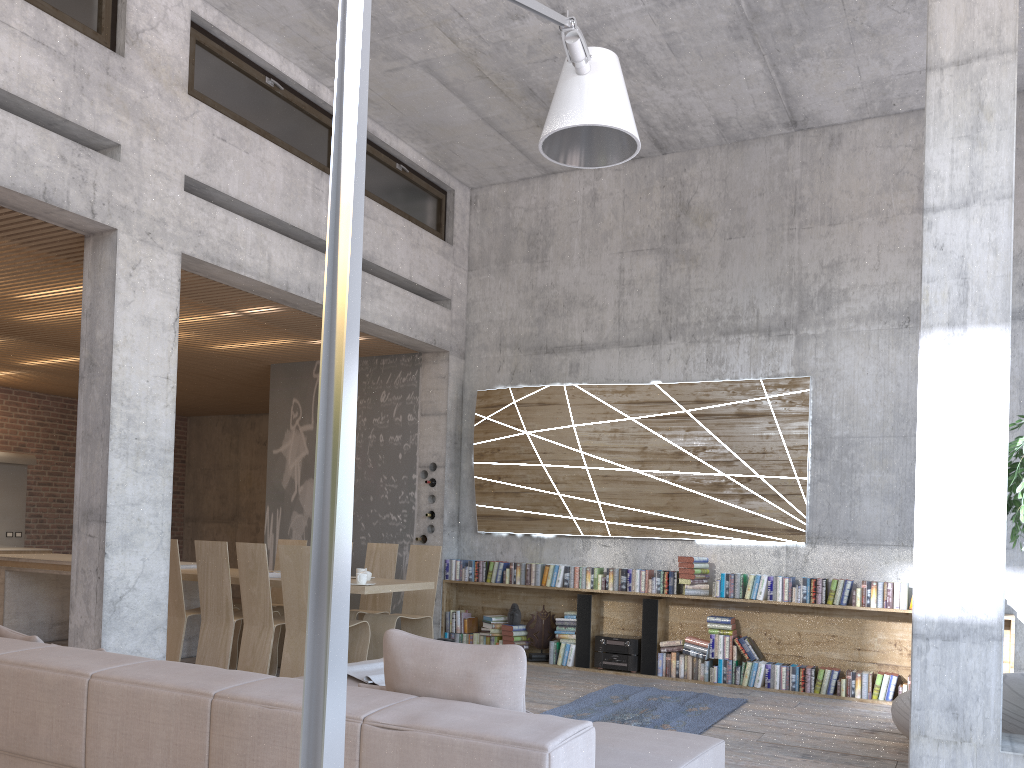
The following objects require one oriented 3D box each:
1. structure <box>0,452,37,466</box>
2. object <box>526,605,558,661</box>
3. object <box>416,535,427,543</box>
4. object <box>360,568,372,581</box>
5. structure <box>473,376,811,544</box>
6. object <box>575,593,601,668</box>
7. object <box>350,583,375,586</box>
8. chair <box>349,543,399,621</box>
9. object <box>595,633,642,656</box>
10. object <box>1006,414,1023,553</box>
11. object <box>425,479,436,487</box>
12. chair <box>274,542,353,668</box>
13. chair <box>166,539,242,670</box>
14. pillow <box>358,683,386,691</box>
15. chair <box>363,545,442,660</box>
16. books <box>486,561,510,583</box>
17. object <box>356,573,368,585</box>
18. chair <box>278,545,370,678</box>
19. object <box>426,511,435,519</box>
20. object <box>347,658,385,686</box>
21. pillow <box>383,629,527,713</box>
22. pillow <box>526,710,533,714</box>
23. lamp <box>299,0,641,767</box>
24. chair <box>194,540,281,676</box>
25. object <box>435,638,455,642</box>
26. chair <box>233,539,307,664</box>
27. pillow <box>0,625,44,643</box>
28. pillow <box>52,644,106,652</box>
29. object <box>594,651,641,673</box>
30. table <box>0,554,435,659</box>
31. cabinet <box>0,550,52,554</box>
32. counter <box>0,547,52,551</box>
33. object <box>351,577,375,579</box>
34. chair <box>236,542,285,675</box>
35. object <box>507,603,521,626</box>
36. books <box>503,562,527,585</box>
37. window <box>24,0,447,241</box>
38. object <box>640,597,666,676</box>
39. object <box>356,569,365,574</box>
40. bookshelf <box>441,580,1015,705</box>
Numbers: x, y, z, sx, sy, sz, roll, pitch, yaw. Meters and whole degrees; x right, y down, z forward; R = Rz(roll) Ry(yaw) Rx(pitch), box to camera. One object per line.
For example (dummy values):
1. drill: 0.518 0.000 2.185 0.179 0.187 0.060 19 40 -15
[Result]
1. structure: -8.072 0.802 11.221 0.208 0.155 4.128 -1 -10 27
2. object: 0.312 2.550 9.009 0.344 0.565 0.197 3 -2 -12
3. object: -0.942 1.687 9.533 0.095 0.094 0.342 -1 -9 28
4. object: -1.272 1.658 7.626 0.089 0.111 0.124 0 -6 19
5. structure: 1.112 0.747 8.609 3.414 1.524 0.361 -2 -3 28
6. object: 0.762 2.478 8.771 0.152 0.754 0.274 1 -2 28
7. object: -1.208 1.607 7.032 0.185 0.014 0.188 0 -10 14
8. chair: -1.423 2.095 8.254 0.349 1.186 0.728 1 -3 23
9. object: 1.063 2.550 8.584 0.440 0.159 0.307 -3 -9 28
10. object: 2.894 0.892 4.359 1.001 1.850 0.974 2 -3 -6
11. object: -0.839 1.071 9.501 0.090 0.089 0.339 -1 -9 28
12. chair: -1.909 2.106 8.417 0.349 1.186 0.728 1 -3 28
13. chair: -2.804 1.974 7.800 0.349 1.186 0.727 1 -3 33
14. pillow: -0.371 1.258 3.191 0.376 0.370 0.170 2 -2 1
15. chair: -0.998 2.062 7.975 0.349 1.186 0.728 1 -3 28
16. books: -0.142 1.977 9.222 0.199 0.226 0.191 -1 -5 28
17. object: -1.202 1.563 7.020 0.093 0.087 0.118 4 -7 -18
18. chair: -1.500 1.887 7.018 0.349 1.186 0.727 1 -3 31
19. object: -0.833 1.429 9.529 0.093 0.092 0.351 -1 -9 28
20. object: -0.552 2.014 5.681 1.610 0.498 1.048 10 -11 -43
21. pillow: -0.187 1.126 2.980 0.564 0.553 0.223 -1 -3 30
22. pillow: 0.084 1.244 2.869 0.151 0.373 0.371 3 -5 -29
23. lamp: -0.141 0.105 2.799 0.755 3.397 2.654 1 -4 15
24. chair: -2.359 1.949 7.559 0.349 1.186 0.728 1 -3 25
25. object: -0.451 1.775 5.829 0.302 0.167 0.302 0 -8 15
26. chair: -2.385 2.121 8.599 0.349 1.186 0.728 1 -3 22
27. pillow: -2.195 1.290 3.992 0.362 0.364 0.189 -1 -4 33
28. pillow: -1.839 1.310 3.827 0.370 0.356 0.188 -1 -4 27
29. object: 1.060 2.711 8.587 0.440 0.162 0.296 -3 -9 28
30. table: -3.224 2.212 8.485 5.191 0.916 1.022 -3 -7 28
31. cabinet: -8.093 1.735 11.201 1.076 2.051 4.164 0 -8 28
32. counter: -7.917 2.093 11.096 0.653 0.020 4.128 -3 -11 27
33. object: -1.354 1.745 7.885 0.185 0.014 0.187 -4 -11 31
34. chair: -1.919 1.921 7.309 0.349 1.186 0.727 1 -3 33
35. object: 0.025 2.371 9.034 0.145 0.227 0.137 0 -4 25
36. books: 0.073 1.965 9.099 0.278 0.219 0.211 -1 -6 26
37. window: -2.673 -2.460 5.753 0.113 0.601 8.540 1 -9 28
38. object: 1.363 2.445 8.455 0.152 0.754 0.274 1 -2 28
39. object: -1.357 1.707 7.893 0.093 0.087 0.118 3 -6 -8
40. bookshelf: 1.671 2.391 8.282 5.326 0.798 0.305 -3 -4 28
